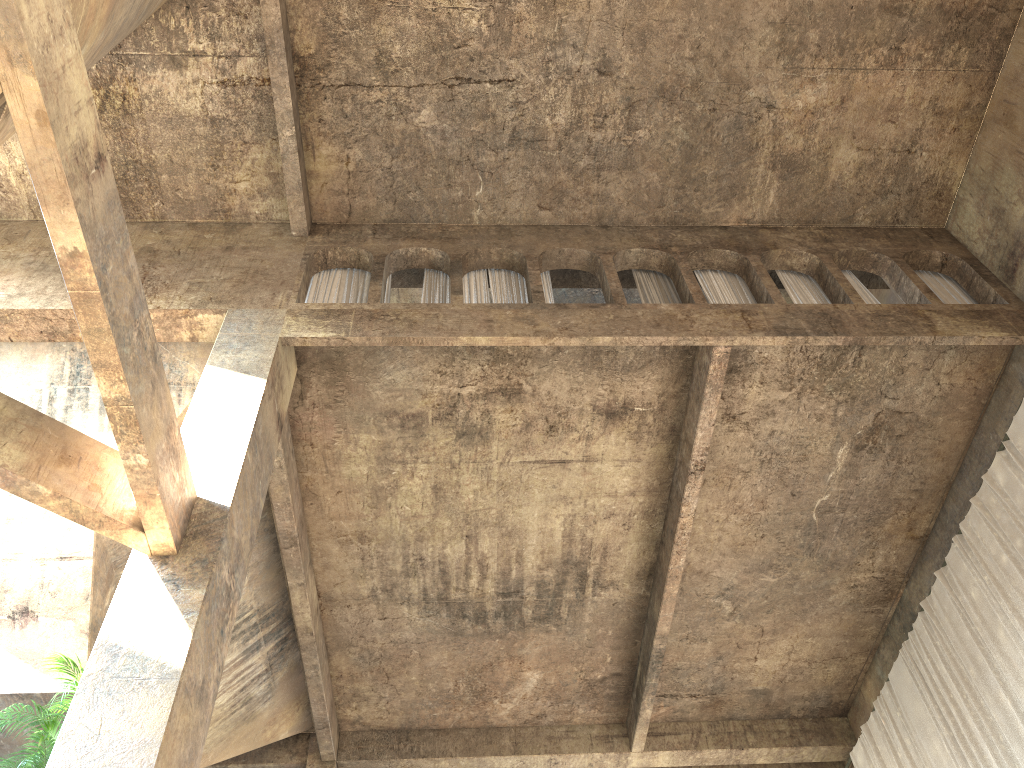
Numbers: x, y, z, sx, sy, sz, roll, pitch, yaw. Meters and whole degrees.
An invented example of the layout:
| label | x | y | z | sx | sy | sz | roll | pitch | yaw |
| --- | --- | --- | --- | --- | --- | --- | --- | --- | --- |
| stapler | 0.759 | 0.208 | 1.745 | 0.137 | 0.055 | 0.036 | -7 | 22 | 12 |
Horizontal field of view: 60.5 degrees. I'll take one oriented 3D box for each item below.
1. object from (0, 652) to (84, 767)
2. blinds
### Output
| label | x | y | z | sx | sy | sz | roll | pitch | yaw |
| --- | --- | --- | --- | --- | --- | --- | --- | --- | --- |
| object | -3.231 | 2.760 | 6.480 | 1.401 | 1.691 | 1.447 | -5 | -54 | 0 |
| blinds | 5.660 | 4.907 | 8.047 | 0.275 | 8.082 | 8.354 | -1 | -54 | -3 |
